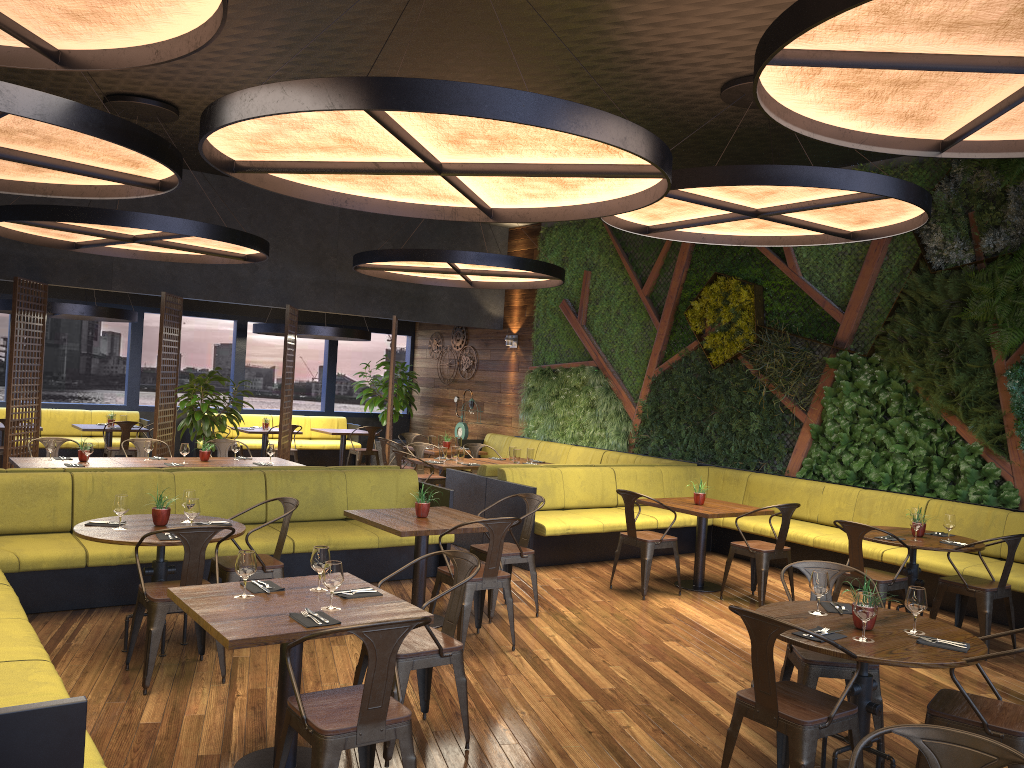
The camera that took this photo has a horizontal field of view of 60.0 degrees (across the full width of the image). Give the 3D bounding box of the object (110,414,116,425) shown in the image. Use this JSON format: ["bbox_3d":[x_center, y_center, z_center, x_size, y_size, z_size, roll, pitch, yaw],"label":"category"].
[{"bbox_3d":[-6.059,0.545,13.431,0.102,0.178,0.102,4,0,40],"label":"object"}]

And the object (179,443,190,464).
[{"bbox_3d":[-3.354,0.713,9.081,0.097,0.206,0.097,3,0,10],"label":"object"}]

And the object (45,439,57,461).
[{"bbox_3d":[-4.510,0.645,8.673,0.097,0.206,0.097,3,0,10],"label":"object"}]

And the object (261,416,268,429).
[{"bbox_3d":[-4.066,0.614,14.633,0.238,0.271,0.260,3,0,-14],"label":"object"}]

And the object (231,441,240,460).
[{"bbox_3d":[-3.032,0.730,9.726,0.097,0.206,0.097,3,0,10],"label":"object"}]

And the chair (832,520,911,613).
[{"bbox_3d":[2.718,1.492,6.742,0.541,0.917,0.504,3,0,-35],"label":"chair"}]

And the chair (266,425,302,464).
[{"bbox_3d":[-3.639,1.082,14.093,0.504,0.917,0.541,3,0,-35],"label":"chair"}]

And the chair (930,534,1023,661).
[{"bbox_3d":[3.515,1.541,6.671,0.504,0.917,0.541,3,0,-35],"label":"chair"}]

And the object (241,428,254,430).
[{"bbox_3d":[-4.326,0.725,14.486,0.157,0.019,0.255,3,0,-36],"label":"object"}]

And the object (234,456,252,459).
[{"bbox_3d":[-2.995,0.826,9.896,0.157,0.019,0.255,3,0,-35],"label":"object"}]

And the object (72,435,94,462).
[{"bbox_3d":[-4.219,0.627,8.727,0.238,0.271,0.260,3,0,-14],"label":"object"}]

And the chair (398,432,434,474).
[{"bbox_3d":[-1.469,1.215,13.466,0.504,0.917,0.541,3,0,-35],"label":"chair"}]

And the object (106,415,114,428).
[{"bbox_3d":[-5.936,0.553,13.094,0.102,0.178,0.102,4,0,40],"label":"object"}]

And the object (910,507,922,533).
[{"bbox_3d":[3.325,1.122,7.301,0.097,0.206,0.097,3,0,-16],"label":"object"}]

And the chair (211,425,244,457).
[{"bbox_3d":[-4.624,1.021,14.309,0.541,0.917,0.504,3,0,-35],"label":"chair"}]

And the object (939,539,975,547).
[{"bbox_3d":[3.404,1.223,6.829,0.157,0.019,0.255,3,0,-36],"label":"object"}]

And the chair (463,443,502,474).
[{"bbox_3d":[-0.408,1.284,12.048,0.504,0.917,0.541,3,0,-35],"label":"chair"}]

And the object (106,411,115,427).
[{"bbox_3d":[-5.986,0.503,13.270,0.238,0.271,0.260,3,0,-14],"label":"object"}]

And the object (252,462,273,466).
[{"bbox_3d":[-2.662,0.847,9.439,0.157,0.019,0.255,3,0,-35],"label":"object"}]

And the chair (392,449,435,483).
[{"bbox_3d":[-1.174,1.243,10.572,0.541,0.917,0.504,3,0,-35],"label":"chair"}]

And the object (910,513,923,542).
[{"bbox_3d":[3.135,1.113,6.879,0.097,0.206,0.097,4,0,44],"label":"object"}]

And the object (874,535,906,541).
[{"bbox_3d":[2.959,1.196,6.915,0.255,0.019,0.157,3,0,-37],"label":"object"}]

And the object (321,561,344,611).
[{"bbox_3d":[-0.790,0.887,3.901,0.097,0.206,0.097,3,0,-44],"label":"object"}]

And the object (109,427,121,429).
[{"bbox_3d":[-5.808,0.641,12.995,0.255,0.019,0.157,3,0,-36],"label":"object"}]

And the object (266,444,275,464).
[{"bbox_3d":[-2.614,0.756,9.608,0.097,0.206,0.097,3,0,10],"label":"object"}]

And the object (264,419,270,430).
[{"bbox_3d":[-3.999,0.665,14.472,0.102,0.178,0.102,4,0,40],"label":"object"}]

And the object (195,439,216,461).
[{"bbox_3d":[-3.264,0.682,9.408,0.238,0.271,0.260,3,0,-14],"label":"object"}]

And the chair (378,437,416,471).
[{"bbox_3d":[-1.629,1.209,12.436,0.541,0.917,0.504,3,0,-35],"label":"chair"}]

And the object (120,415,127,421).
[{"bbox_3d":[-5.826,0.559,13.291,0.102,0.178,0.102,4,0,40],"label":"object"}]

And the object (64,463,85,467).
[{"bbox_3d":[-4.141,0.762,8.386,0.157,0.019,0.255,3,0,-35],"label":"object"}]

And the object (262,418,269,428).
[{"bbox_3d":[-4.122,0.656,14.809,0.102,0.178,0.102,4,0,40],"label":"object"}]

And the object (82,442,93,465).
[{"bbox_3d":[-4.093,0.670,8.555,0.097,0.206,0.097,3,0,10],"label":"object"}]

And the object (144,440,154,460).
[{"bbox_3d":[-3.771,0.687,9.200,0.097,0.206,0.097,3,0,10],"label":"object"}]

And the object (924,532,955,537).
[{"bbox_3d":[3.486,1.226,7.255,0.255,0.019,0.157,3,0,-34],"label":"object"}]

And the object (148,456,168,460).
[{"bbox_3d":[-3.734,0.783,9.369,0.157,0.019,0.255,3,0,-35],"label":"object"}]

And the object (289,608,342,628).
[{"bbox_3d":[-0.838,0.979,3.732,0.157,0.019,0.255,3,0,-35],"label":"object"}]

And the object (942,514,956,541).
[{"bbox_3d":[3.450,1.131,6.998,0.097,0.206,0.097,4,0,19],"label":"object"}]

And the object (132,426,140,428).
[{"bbox_3d":[-5.732,0.644,13.425,0.157,0.019,0.255,3,0,-36],"label":"object"}]

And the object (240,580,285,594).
[{"bbox_3d":[-1.171,0.957,4.189,0.157,0.019,0.255,3,0,-35],"label":"object"}]

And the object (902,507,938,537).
[{"bbox_3d":[3.246,1.083,7.102,0.260,0.271,0.238,3,0,3],"label":"object"}]

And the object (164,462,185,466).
[{"bbox_3d":[-3.401,0.805,8.913,0.157,0.019,0.255,3,0,-35],"label":"object"}]

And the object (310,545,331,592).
[{"bbox_3d":[-0.913,0.878,4.221,0.097,0.206,0.097,3,0,-35],"label":"object"}]

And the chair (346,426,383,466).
[{"bbox_3d":[-2.475,1.149,14.922,0.504,0.917,0.541,3,0,-35],"label":"chair"}]

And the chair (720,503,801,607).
[{"bbox_3d":[2.191,1.457,7.722,0.504,0.917,0.541,3,0,-35],"label":"chair"}]

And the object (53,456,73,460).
[{"bbox_3d":[-4.474,0.740,8.843,0.157,0.019,0.255,3,0,-35],"label":"object"}]

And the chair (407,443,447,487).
[{"bbox_3d":[-1.115,1.243,11.545,0.504,0.917,0.541,3,0,-35],"label":"chair"}]
